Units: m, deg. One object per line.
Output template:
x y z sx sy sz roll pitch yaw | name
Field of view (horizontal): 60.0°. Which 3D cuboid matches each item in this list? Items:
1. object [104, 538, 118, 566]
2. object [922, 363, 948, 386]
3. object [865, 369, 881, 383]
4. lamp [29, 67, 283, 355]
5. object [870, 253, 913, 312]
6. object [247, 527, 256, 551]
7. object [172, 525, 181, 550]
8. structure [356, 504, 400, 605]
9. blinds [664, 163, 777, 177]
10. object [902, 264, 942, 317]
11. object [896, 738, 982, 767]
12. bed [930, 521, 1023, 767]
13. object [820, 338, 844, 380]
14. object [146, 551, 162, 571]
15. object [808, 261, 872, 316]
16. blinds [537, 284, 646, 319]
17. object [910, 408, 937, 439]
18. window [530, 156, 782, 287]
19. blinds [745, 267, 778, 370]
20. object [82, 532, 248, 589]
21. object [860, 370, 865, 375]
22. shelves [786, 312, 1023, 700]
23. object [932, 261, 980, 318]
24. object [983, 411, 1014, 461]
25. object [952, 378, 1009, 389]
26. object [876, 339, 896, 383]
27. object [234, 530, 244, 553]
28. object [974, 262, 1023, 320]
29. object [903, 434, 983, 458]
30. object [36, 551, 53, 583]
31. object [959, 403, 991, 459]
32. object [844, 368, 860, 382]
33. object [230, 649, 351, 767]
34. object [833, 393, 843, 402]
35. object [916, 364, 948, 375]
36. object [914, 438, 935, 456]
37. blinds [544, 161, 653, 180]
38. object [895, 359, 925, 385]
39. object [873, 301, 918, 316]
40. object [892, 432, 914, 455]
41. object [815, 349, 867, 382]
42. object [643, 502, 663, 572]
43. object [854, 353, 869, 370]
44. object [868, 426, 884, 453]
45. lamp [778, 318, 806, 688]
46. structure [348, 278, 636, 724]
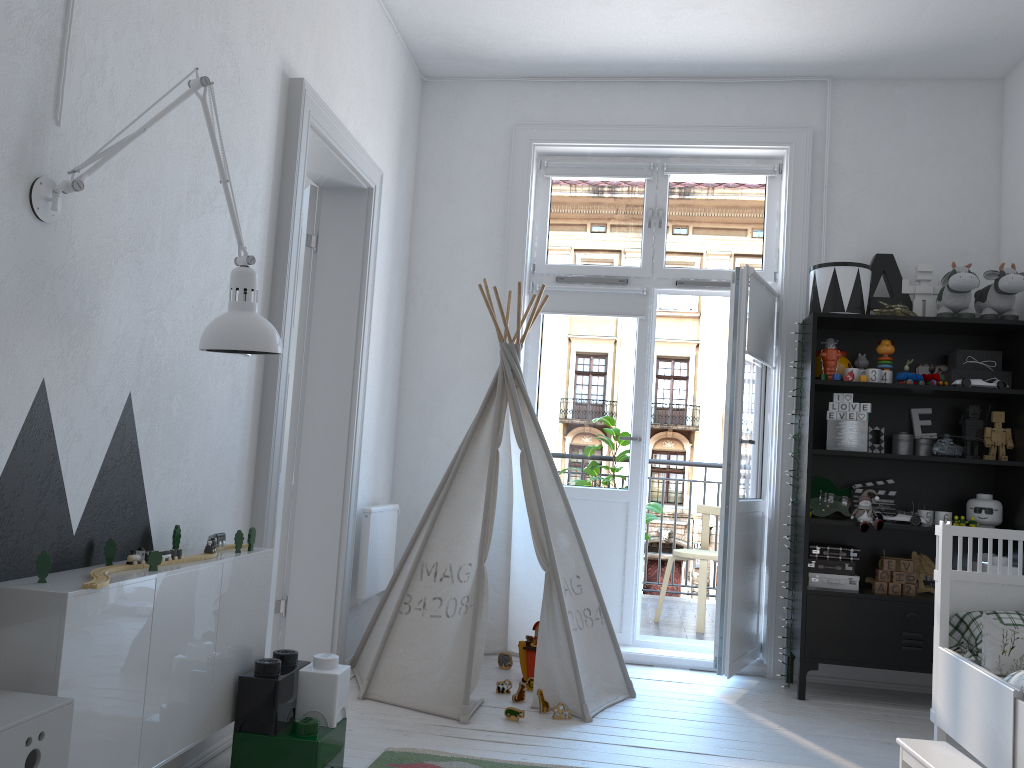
-0.937 0.392 2.070 0.029 0.063 0.007 6 -5 -29 | object
1.892 -0.038 3.981 0.087 0.112 0.122 6 -5 -21 | object
1.604 -0.031 3.939 0.067 0.067 0.067 3 -5 9 | object
-0.805 -0.423 2.073 0.200 0.655 0.652 0 -6 42 | lamp
1.748 -0.440 4.183 0.343 0.344 0.057 3 -5 8 | object
-0.748 0.445 2.546 0.009 0.066 0.054 4 -5 -1 | object
-0.880 0.410 2.327 0.009 0.080 0.037 4 -5 2 | object
-0.610 0.797 4.155 0.075 0.460 0.636 3 -5 5 | structure
1.065 -1.097 4.540 0.565 0.060 0.032 3 -5 8 | blinds
1.914 -0.407 4.126 0.190 0.290 0.065 3 -5 13 | object
1.051 1.078 2.262 0.288 0.245 0.332 3 -5 3 | object
1.591 0.812 2.180 0.670 0.832 1.405 3 -5 8 | bed
1.438 -0.107 3.985 0.105 0.203 0.072 2 -5 16 | object
-0.820 0.405 2.033 0.006 0.046 0.037 1 -6 35 | object
1.546 -0.415 4.134 0.272 0.259 0.395 0 -6 37 | object
0.405 -0.427 4.572 0.565 0.158 0.032 3 -5 8 | blinds
1.906 0.184 4.107 0.107 0.151 0.055 3 -5 8 | object
0.739 -0.851 4.584 1.263 0.660 0.101 3 -5 8 | window
1.179 -0.295 4.165 0.032 0.390 0.566 1 -6 28 | blinds
-0.846 0.417 2.190 0.111 0.047 0.903 4 -5 3 | object
1.579 -0.027 4.002 0.067 0.067 0.067 5 -5 -18 | object
1.750 0.555 3.953 0.911 1.676 0.353 3 -5 8 | shelves
1.973 -0.396 3.949 0.154 0.253 0.370 2 -5 16 | object
2.137 0.230 3.898 0.114 0.221 0.052 3 -5 8 | object
2.039 0.001 3.867 0.230 0.048 0.098 4 -5 -2 | object
1.673 -0.097 3.975 0.077 0.213 0.077 0 -6 42 | object
-0.763 0.440 2.480 0.007 0.063 0.029 0 -6 35 | object
2.124 -0.388 3.932 0.211 0.253 0.387 4 -5 -8 | object
1.927 0.277 3.934 0.368 0.105 0.349 3 -5 10 | object
-0.937 0.366 1.775 0.029 0.063 0.007 6 -5 -29 | object
2.072 0.213 3.972 0.117 0.259 0.081 3 -5 8 | object
1.520 -0.035 3.967 0.067 0.067 0.067 3 -5 9 | object
-0.618 0.941 2.503 0.246 0.331 0.247 3 -5 8 | object
1.454 0.063 3.957 0.040 0.040 0.040 3 -5 13 | object
2.060 -0.021 4.115 0.347 0.131 0.037 3 -5 8 | object
1.879 0.283 3.974 0.078 0.091 0.246 4 -5 3 | object
0.451 -1.116 4.628 0.565 0.087 0.032 3 -5 8 | blinds
1.778 -0.047 3.956 0.121 0.126 0.087 5 -5 -14 | object
1.717 -0.337 3.993 0.121 0.100 0.338 -1 -7 43 | object
1.794 0.278 4.071 0.095 0.110 0.095 3 -5 13 | object
1.480 -0.094 4.050 0.197 0.197 0.318 3 -5 5 | object
0.606 0.817 5.521 0.720 1.224 0.489 2 -5 18 | object
1.618 -0.062 4.104 0.063 0.160 0.063 5 -5 -13 | object
1.692 0.264 4.121 0.070 0.134 0.028 3 -5 8 | object
1.733 0.556 4.019 0.985 1.683 0.095 3 -5 6 | lamp
-0.042 0.395 3.791 1.143 1.748 1.144 5 -5 -16 | structure
